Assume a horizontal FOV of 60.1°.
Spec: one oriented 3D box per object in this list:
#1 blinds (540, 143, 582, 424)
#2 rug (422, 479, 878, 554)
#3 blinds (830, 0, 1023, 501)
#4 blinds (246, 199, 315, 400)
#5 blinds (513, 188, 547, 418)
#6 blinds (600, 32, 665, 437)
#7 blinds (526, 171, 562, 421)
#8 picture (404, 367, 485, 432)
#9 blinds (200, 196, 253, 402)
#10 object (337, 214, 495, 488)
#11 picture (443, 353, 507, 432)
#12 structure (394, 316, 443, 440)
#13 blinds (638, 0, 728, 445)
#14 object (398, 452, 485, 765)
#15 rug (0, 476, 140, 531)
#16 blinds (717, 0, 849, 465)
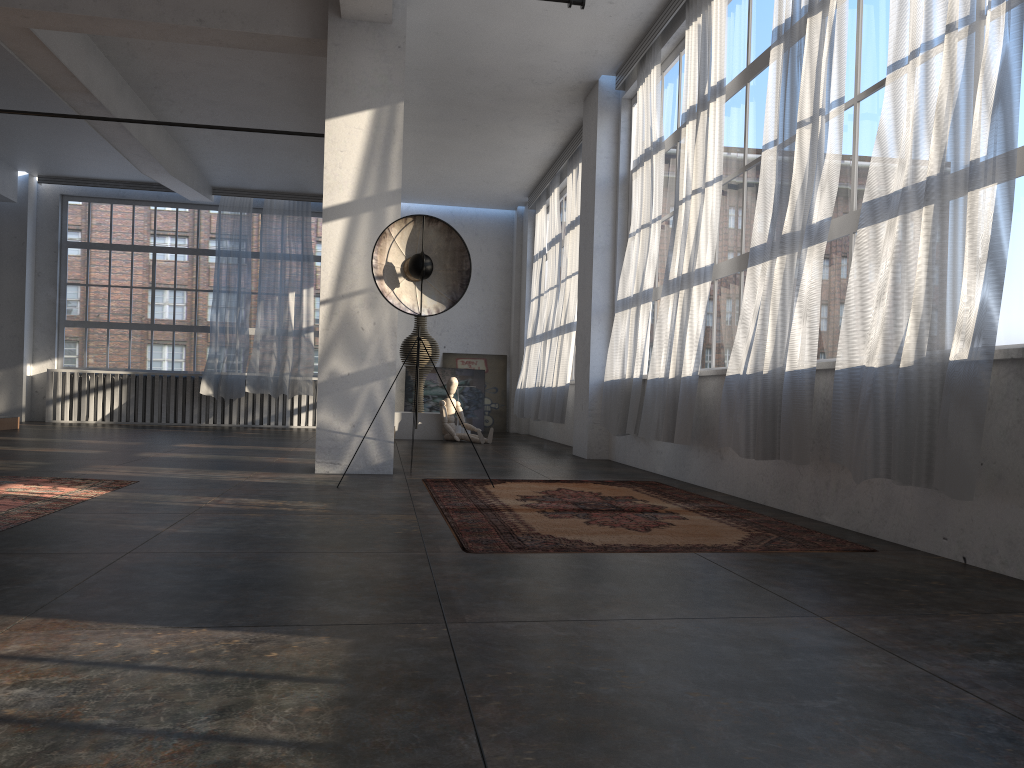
[{"bbox_3d":[0.687,-1.324,11.455,0.364,3.675,1.024,2,0,-9],"label":"blinds"},{"bbox_3d":[0.470,0.713,5.194,1.829,0.009,3.105,2,-1,-10],"label":"rug"},{"bbox_3d":[1.791,-1.425,3.753,0.345,3.751,1.020,2,0,-11],"label":"blinds"},{"bbox_3d":[-3.748,-1.496,14.641,1.065,3.501,0.992,2,0,-9],"label":"blinds"},{"bbox_3d":[0.317,-1.308,13.941,0.342,3.697,1.026,2,0,-12],"label":"blinds"},{"bbox_3d":[1.159,-1.360,8.248,0.317,3.713,1.017,2,0,-10],"label":"blinds"},{"bbox_3d":[0.502,-1.311,12.773,0.317,3.713,1.017,2,0,-10],"label":"blinds"},{"bbox_3d":[-1.180,0.262,15.563,1.444,1.142,0.302,2,0,-12],"label":"picture"},{"bbox_3d":[-4.663,-1.487,14.610,0.697,3.559,0.870,2,0,-10],"label":"blinds"},{"bbox_3d":[-0.684,-0.250,6.450,1.064,1.919,1.171,2,0,-9],"label":"object"},{"bbox_3d":[-0.663,0.153,15.760,1.156,1.386,0.251,2,0,-11],"label":"picture"},{"bbox_3d":[-1.314,-0.370,12.653,0.682,2.326,0.744,2,0,-9],"label":"structure"},{"bbox_3d":[1.348,-1.376,6.768,0.364,3.675,1.024,2,0,-9],"label":"blinds"},{"bbox_3d":[-11.826,0.478,3.694,27.409,0.001,19.596,2,-1,-10],"label":"object"},{"bbox_3d":[-3.146,0.580,4.202,1.868,0.029,2.863,2,-1,-9],"label":"rug"},{"bbox_3d":[1.586,-1.405,5.097,0.342,3.697,1.026,2,0,-12],"label":"blinds"}]
